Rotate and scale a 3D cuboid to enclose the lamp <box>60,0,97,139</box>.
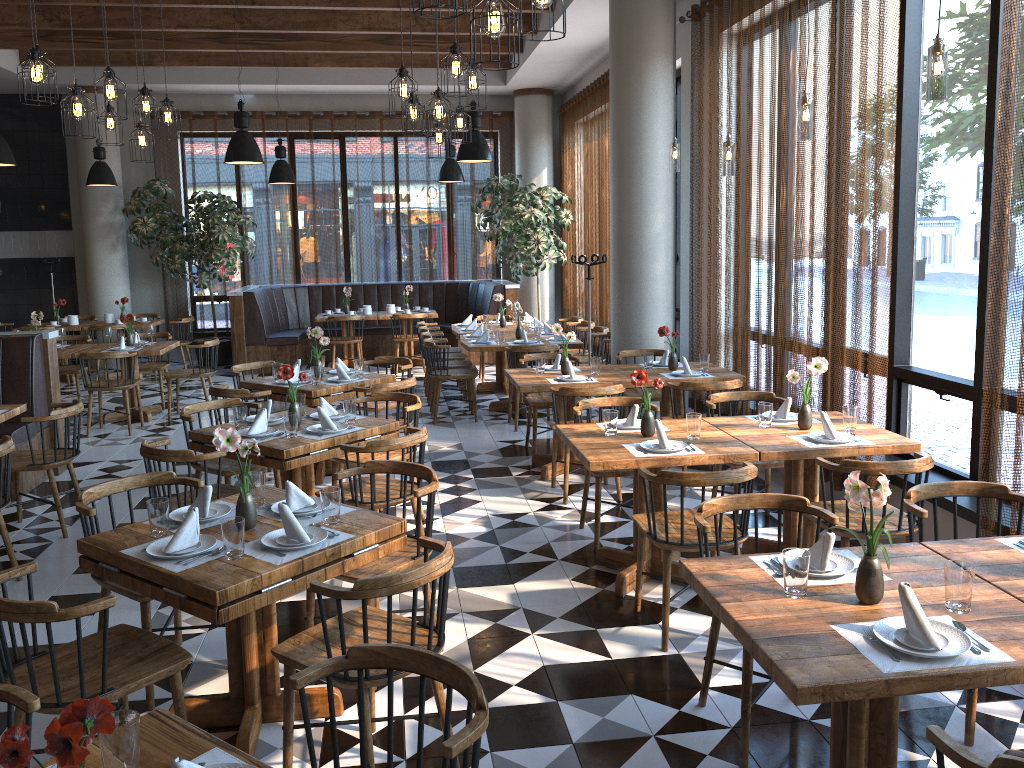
[{"bbox_3d":[-2.577,-2.481,5.117,0.175,2.060,0.175,-6,9,-37],"label":"lamp"}]

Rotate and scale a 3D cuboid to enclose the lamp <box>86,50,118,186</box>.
[{"bbox_3d":[-5.407,-3.527,11.528,0.391,1.855,0.392,5,9,39],"label":"lamp"}]

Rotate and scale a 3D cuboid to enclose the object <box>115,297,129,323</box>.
[{"bbox_3d":[-5.278,-1.003,12.026,0.171,0.353,0.156,5,10,40],"label":"object"}]

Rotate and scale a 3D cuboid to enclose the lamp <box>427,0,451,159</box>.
[{"bbox_3d":[-0.596,-2.822,6.940,0.175,2.060,0.176,-4,8,-22],"label":"lamp"}]

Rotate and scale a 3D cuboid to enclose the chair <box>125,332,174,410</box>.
[{"bbox_3d":[-4.086,-0.144,9.949,0.519,0.813,0.552,-2,8,-8],"label":"chair"}]

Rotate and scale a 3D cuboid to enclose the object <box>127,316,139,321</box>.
[{"bbox_3d":[-5.291,-0.912,12.350,0.176,0.066,0.176,6,11,36],"label":"object"}]

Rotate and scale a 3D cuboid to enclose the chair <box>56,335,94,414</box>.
[{"bbox_3d":[-4.945,-0.107,9.830,0.519,0.813,0.552,-2,8,-8],"label":"chair"}]

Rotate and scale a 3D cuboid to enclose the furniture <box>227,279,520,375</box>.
[{"bbox_3d":[-2.012,-0.918,13.354,4.038,1.144,1.928,-2,9,-8],"label":"furniture"}]

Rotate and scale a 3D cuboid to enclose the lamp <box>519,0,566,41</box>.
[{"bbox_3d":[0.100,-2.359,3.284,0.175,2.060,0.175,6,10,43],"label":"lamp"}]

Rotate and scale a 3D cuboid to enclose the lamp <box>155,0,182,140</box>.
[{"bbox_3d":[-2.671,-2.923,6.730,0.175,2.060,0.176,-1,7,-1],"label":"lamp"}]

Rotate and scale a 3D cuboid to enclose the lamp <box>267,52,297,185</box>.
[{"bbox_3d":[-3.122,-3.623,11.844,0.390,1.855,0.392,-2,7,-5],"label":"lamp"}]

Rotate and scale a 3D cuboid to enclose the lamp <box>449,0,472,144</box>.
[{"bbox_3d":[-0.435,-2.979,7.071,0.175,2.060,0.176,4,9,34],"label":"lamp"}]

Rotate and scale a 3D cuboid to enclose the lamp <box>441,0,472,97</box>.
[{"bbox_3d":[-0.356,-2.781,5.268,0.175,2.060,0.176,0,7,11],"label":"lamp"}]

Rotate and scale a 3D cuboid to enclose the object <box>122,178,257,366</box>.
[{"bbox_3d":[-4.675,-1.623,12.957,1.756,2.766,1.486,-5,9,-27],"label":"object"}]

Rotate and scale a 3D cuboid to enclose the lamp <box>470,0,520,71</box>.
[{"bbox_3d":[-0.082,-2.206,3.179,0.175,2.060,0.176,-3,7,-13],"label":"lamp"}]

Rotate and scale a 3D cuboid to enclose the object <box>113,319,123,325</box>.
[{"bbox_3d":[-5.242,-0.826,11.828,0.175,0.066,0.177,0,9,7],"label":"object"}]

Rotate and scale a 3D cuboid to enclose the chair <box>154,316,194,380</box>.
[{"bbox_3d":[-4.643,-0.506,12.190,0.550,0.813,0.522,-2,8,-8],"label":"chair"}]

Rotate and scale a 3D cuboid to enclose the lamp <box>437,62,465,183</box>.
[{"bbox_3d":[-0.861,-3.719,12.158,0.390,1.855,0.392,-1,7,5],"label":"lamp"}]

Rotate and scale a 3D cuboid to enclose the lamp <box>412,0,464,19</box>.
[{"bbox_3d":[-0.285,-2.361,3.077,0.175,2.060,0.176,-4,8,-24],"label":"lamp"}]

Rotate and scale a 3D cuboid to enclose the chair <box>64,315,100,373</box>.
[{"bbox_3d":[-6.182,-0.550,12.632,0.519,0.813,0.552,-2,8,-8],"label":"chair"}]

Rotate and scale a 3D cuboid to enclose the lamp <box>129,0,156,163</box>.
[{"bbox_3d":[-2.883,-2.748,6.757,0.175,2.060,0.176,0,7,10],"label":"lamp"}]

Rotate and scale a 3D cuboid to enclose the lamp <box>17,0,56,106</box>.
[{"bbox_3d":[-2.730,-2.624,4.942,0.175,2.060,0.175,5,9,41],"label":"lamp"}]

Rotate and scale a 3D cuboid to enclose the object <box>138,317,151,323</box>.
[{"bbox_3d":[-5.014,-0.870,12.070,0.176,0.066,0.176,-5,10,-22],"label":"object"}]

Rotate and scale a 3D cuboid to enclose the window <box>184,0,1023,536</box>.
[{"bbox_3d":[0.746,-1.592,8.755,4.500,3.148,15.189,-6,11,-31],"label":"window"}]

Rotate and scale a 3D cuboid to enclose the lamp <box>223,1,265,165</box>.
[{"bbox_3d":[-2.662,-3.098,8.632,0.391,1.855,0.392,-4,8,-20],"label":"lamp"}]

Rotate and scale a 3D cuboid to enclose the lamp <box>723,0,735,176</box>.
[{"bbox_3d":[1.411,-2.342,5.725,0.078,1.954,0.078,3,8,32],"label":"lamp"}]

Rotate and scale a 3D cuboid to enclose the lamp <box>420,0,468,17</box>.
[{"bbox_3d":[-0.280,-2.451,3.277,0.175,2.060,0.176,-3,7,-13],"label":"lamp"}]

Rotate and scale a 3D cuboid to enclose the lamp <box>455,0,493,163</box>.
[{"bbox_3d":[-0.401,-3.193,8.946,0.391,1.855,0.392,-5,8,-30],"label":"lamp"}]

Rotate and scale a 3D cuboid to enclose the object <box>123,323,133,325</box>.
[{"bbox_3d":[-5.114,-0.801,11.790,0.155,0.023,0.034,2,9,17],"label":"object"}]

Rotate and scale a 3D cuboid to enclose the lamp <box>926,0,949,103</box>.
[{"bbox_3d":[1.722,-2.130,3.516,0.078,1.954,0.078,-3,7,-18],"label":"lamp"}]

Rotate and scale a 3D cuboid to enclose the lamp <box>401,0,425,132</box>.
[{"bbox_3d":[-0.811,-3.061,7.008,0.175,2.060,0.176,-4,8,-22],"label":"lamp"}]

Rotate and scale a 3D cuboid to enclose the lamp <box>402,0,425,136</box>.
[{"bbox_3d":[-0.784,-2.972,6.809,0.175,2.060,0.175,-6,8,-33],"label":"lamp"}]

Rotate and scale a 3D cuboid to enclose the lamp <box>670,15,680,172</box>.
[{"bbox_3d":[1.253,-2.625,6.803,0.078,1.954,0.078,-6,8,-32],"label":"lamp"}]

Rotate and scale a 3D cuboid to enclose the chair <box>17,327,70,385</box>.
[{"bbox_3d":[-6.000,-0.341,11.355,0.519,0.813,0.552,-2,8,-8],"label":"chair"}]

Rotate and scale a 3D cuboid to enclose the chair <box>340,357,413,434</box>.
[{"bbox_3d":[-1.113,0.211,7.473,0.520,0.813,0.552,5,10,37],"label":"chair"}]

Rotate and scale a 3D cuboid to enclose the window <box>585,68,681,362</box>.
[{"bbox_3d":[1.443,-2.022,11.260,0.365,3.149,4.994,-2,9,-8],"label":"window"}]

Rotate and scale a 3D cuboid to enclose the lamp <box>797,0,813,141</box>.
[{"bbox_3d":[1.560,-2.282,4.657,0.078,1.954,0.078,-1,7,0],"label":"lamp"}]

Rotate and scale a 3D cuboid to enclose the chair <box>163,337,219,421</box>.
[{"bbox_3d":[-3.364,-0.061,9.370,0.550,0.813,0.522,-2,8,-8],"label":"chair"}]

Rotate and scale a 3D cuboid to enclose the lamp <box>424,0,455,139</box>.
[{"bbox_3d":[-0.475,-2.583,5.492,0.175,2.060,0.176,0,7,11],"label":"lamp"}]

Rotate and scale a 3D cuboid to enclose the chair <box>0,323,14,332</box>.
[{"bbox_3d":[-6.757,-0.418,11.909,0.550,0.813,0.522,-2,8,-8],"label":"chair"}]

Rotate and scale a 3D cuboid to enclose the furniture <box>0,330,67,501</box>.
[{"bbox_3d":[-4.140,0.702,3.858,1.918,1.144,6.625,-2,9,-8],"label":"furniture"}]

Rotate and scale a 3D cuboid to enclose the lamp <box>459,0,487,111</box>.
[{"bbox_3d":[-0.264,-2.758,5.461,0.175,2.060,0.176,-1,7,0],"label":"lamp"}]

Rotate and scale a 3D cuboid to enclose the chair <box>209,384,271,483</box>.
[{"bbox_3d":[-1.888,0.396,6.452,0.520,0.813,0.552,5,10,37],"label":"chair"}]

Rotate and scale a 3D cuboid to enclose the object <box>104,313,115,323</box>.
[{"bbox_3d":[-5.508,-0.899,12.110,0.130,0.128,0.130,5,10,36],"label":"object"}]

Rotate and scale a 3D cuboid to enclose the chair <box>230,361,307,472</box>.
[{"bbox_3d":[-2.016,0.249,7.348,0.550,0.813,0.521,5,10,37],"label":"chair"}]

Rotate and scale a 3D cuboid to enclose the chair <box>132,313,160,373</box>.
[{"bbox_3d":[-5.332,-0.586,12.750,0.519,0.813,0.552,-2,8,-8],"label":"chair"}]

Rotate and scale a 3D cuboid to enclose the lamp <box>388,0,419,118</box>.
[{"bbox_3d":[-0.697,-2.702,5.441,0.175,2.060,0.176,-4,8,-22],"label":"lamp"}]

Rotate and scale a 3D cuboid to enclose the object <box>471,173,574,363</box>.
[{"bbox_3d":[0.026,-1.724,13.023,1.757,2.766,1.485,5,10,40],"label":"object"}]

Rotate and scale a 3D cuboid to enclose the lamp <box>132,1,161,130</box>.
[{"bbox_3d":[-2.760,-2.946,6.536,0.175,2.060,0.176,0,7,10],"label":"lamp"}]

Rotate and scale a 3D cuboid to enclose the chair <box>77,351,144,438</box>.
[{"bbox_3d":[-3.900,0.070,8.643,0.519,0.813,0.552,-2,8,-8],"label":"chair"}]

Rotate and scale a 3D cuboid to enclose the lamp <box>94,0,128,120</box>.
[{"bbox_3d":[-2.461,-2.643,5.287,0.175,2.060,0.176,1,8,19],"label":"lamp"}]

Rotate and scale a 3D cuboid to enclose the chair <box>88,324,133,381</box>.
[{"bbox_3d":[-5.150,-0.377,11.473,0.519,0.813,0.552,-2,8,-8],"label":"chair"}]

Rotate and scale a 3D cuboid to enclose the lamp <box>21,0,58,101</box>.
[{"bbox_3d":[-2.810,-2.710,5.127,0.175,2.060,0.175,-6,9,-37],"label":"lamp"}]

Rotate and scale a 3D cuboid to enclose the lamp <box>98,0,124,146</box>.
[{"bbox_3d":[-3.103,-2.866,6.702,0.175,2.060,0.176,-4,8,-23],"label":"lamp"}]

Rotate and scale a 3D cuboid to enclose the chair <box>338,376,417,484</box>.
[{"bbox_3d":[-0.985,0.358,6.577,0.550,0.813,0.521,5,10,37],"label":"chair"}]

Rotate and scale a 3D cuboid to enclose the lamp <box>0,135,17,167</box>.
[{"bbox_3d":[-4.947,-3.002,8.315,0.391,1.855,0.392,-5,8,-30],"label":"lamp"}]
